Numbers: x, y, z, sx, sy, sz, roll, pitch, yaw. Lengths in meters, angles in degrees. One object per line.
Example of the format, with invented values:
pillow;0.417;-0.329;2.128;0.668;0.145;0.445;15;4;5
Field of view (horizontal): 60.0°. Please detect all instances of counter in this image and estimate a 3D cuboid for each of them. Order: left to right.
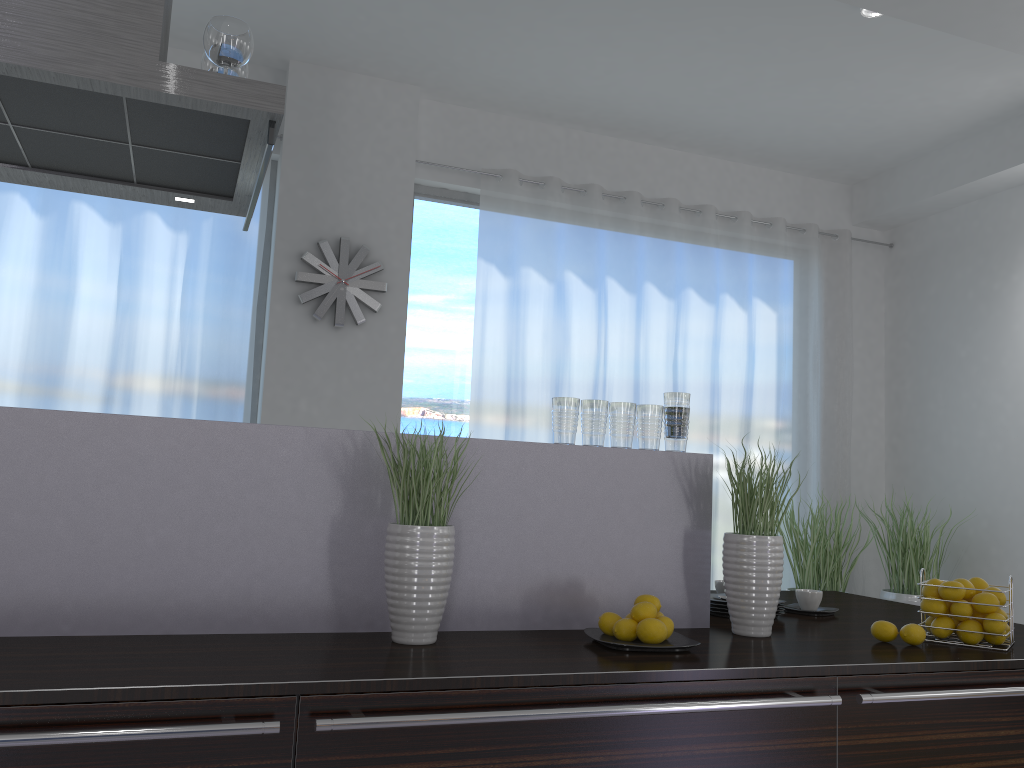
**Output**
counter;-0.081;0.799;2.231;3.291;1.300;1.302;5;-7;-20

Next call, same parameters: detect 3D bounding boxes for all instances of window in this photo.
window;-2.828;-0.173;4.497;3.000;2.500;0.100;5;-7;-20
window;0.673;0.146;5.802;3.000;2.500;0.100;5;-7;-20

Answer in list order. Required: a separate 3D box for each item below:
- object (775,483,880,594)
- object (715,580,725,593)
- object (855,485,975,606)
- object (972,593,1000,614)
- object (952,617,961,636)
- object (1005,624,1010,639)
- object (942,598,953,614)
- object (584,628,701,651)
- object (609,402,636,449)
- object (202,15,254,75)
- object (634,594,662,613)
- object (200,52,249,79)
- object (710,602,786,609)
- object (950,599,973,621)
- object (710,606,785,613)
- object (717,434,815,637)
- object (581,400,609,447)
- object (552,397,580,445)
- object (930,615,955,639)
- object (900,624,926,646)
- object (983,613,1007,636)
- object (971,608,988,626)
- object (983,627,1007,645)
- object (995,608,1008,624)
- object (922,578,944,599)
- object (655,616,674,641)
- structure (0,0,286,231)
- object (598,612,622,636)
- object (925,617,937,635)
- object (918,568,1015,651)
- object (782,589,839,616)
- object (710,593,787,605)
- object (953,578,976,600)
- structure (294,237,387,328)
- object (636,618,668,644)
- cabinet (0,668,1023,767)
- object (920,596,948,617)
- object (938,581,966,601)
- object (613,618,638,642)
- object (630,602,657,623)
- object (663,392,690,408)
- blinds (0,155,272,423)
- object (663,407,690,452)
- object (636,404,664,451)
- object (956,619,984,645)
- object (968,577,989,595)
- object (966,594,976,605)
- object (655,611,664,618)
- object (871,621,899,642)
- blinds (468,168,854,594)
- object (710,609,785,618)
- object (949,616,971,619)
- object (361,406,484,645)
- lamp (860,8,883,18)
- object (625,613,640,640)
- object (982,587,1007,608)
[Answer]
object;1.868;1.239;5.330;0.713;1.334;0.656;5;-7;-20
object;0.693;0.673;2.867;0.153;0.069;0.153;1;-7;13
object;2.474;1.298;5.590;0.656;1.334;0.713;8;-8;-36
object;1.174;0.544;2.200;0.061;0.052;0.053;4;-7;-7
object;1.143;0.616;2.248;0.057;0.060;0.052;4;-7;-15
object;1.248;0.631;2.272;0.053;0.052;0.062;0;-7;19
object;1.119;0.568;2.274;0.064;0.053;0.051;5;-7;-18
object;0.287;0.571;1.975;0.232;0.020;0.232;4;-7;-12
object;0.285;0.110;2.303;0.072;0.119;0.071;0;-7;19
object;-0.723;-0.803;2.242;0.125;0.221;0.125;2;-7;4
object;0.310;0.506;2.029;0.063;0.048;0.053;-2;-8;35
object;-0.780;-0.788;2.389;0.125;0.221;0.125;2;-7;4
object;0.658;0.642;2.588;0.232;0.020;0.232;5;-7;-17
object;1.124;0.566;2.217;0.052;0.053;0.062;-3;-9;41
object;0.658;0.652;2.587;0.232;0.020;0.232;4;-7;-12
object;0.628;0.372;2.220;0.247;0.502;0.269;0;-7;22
object;0.210;0.103;2.275;0.072;0.119;0.071;0;-7;19
object;0.135;0.096;2.247;0.071;0.119;0.072;-1;-8;29
object;1.083;0.611;2.230;0.060;0.057;0.052;5;-7;-19
object;0.974;0.608;2.153;0.063;0.051;0.053;5;-7;-17
object;1.181;0.587;2.169;0.061;0.054;0.052;9;-9;-43
object;1.188;0.585;2.239;0.051;0.053;0.062;4;-7;-12
object;1.197;0.620;2.203;0.051;0.053;0.063;4;-7;-12
object;1.217;0.589;2.229;0.061;0.055;0.051;9;-9;-41
object;1.084;0.529;2.275;0.052;0.060;0.057;7;-8;-32
object;0.334;0.547;1.985;0.061;0.054;0.052;9;-9;-43
structure;-1.129;-1.182;2.399;0.981;1.231;0.915;5;-7;-20
object;0.226;0.544;2.008;0.061;0.054;0.052;-1;-7;26
object;1.097;0.624;2.284;0.061;0.053;0.053;0;-7;22
object;1.159;0.567;2.264;0.207;0.174;0.189;-2;-8;34
object;0.902;0.662;2.691;0.153;0.069;0.153;-4;-9;43
object;0.474;0.562;2.611;0.646;0.147;0.269;2;-7;4
object;1.152;0.524;2.265;0.051;0.053;0.063;5;-7;-19
structure;-0.939;-0.563;4.894;0.505;0.505;0.076;5;-7;-20
object;0.304;0.538;1.929;0.070;0.058;0.060;5;-7;-22
cabinet;-0.089;1.020;2.194;3.285;0.852;1.377;5;-7;-20
object;1.069;0.565;2.246;0.063;0.051;0.053;-3;-9;38
object;1.106;0.521;2.228;0.063;0.051;0.053;-1;-8;27
object;0.253;0.544;1.959;0.063;0.051;0.053;5;-7;-17
object;0.294;0.510;1.978;0.061;0.047;0.053;5;-7;-17
object;0.438;0.085;2.364;0.072;0.119;0.071;0;-7;19
blinds;-2.909;-0.022;4.211;3.245;3.112;0.120;5;-7;-20
object;0.436;0.123;2.359;0.072;0.119;0.071;0;-7;19
object;0.361;0.117;2.331;0.072;0.119;0.071;0;-7;19
object;1.139;0.616;2.204;0.064;0.063;0.074;3;-7;0
object;1.214;0.534;2.308;0.050;0.060;0.059;5;-7;-21
object;1.175;0.561;2.297;0.055;0.051;0.061;6;-7;-26
object;0.330;0.550;2.043;0.051;0.053;0.063;0;-7;20
object;0.917;0.609;2.184;0.063;0.051;0.053;-3;-9;38
blinds;1.074;0.341;5.695;2.830;3.112;0.120;5;-7;-20
object;0.657;0.662;2.586;0.232;0.020;0.232;4;-7;-12
object;1.174;0.612;2.324;0.052;0.053;0.062;1;-7;16
object;-0.194;0.295;1.887;0.269;0.502;0.247;5;-7;-20
lamp;1.688;-1.751;4.118;0.132;0.035;0.132;8;-9;-40
object;0.284;0.549;2.015;0.057;0.060;0.071;5;-7;-19
object;1.217;0.539;2.240;0.051;0.053;0.063;4;-7;-8
